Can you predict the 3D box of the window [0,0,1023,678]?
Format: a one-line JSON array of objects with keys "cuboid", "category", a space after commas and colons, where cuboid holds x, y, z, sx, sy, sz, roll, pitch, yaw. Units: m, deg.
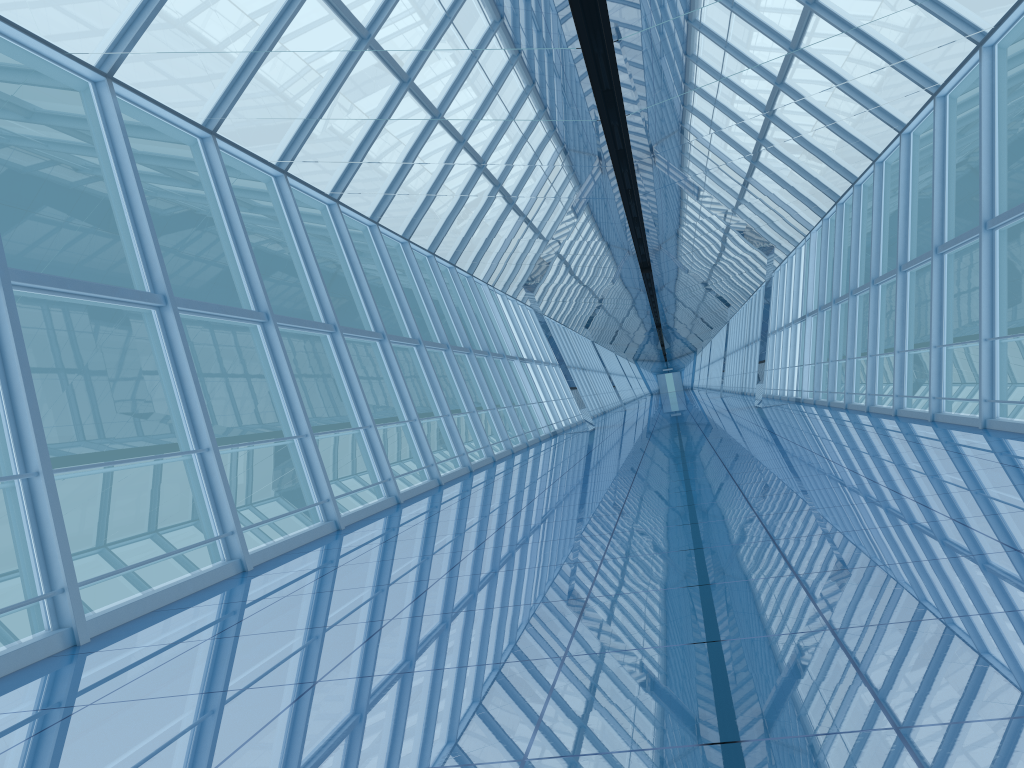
[{"cuboid": [9.249, -1.395, 51.068, 9.846, 4.943, 106.166, -9, -2, 10], "category": "window"}]
